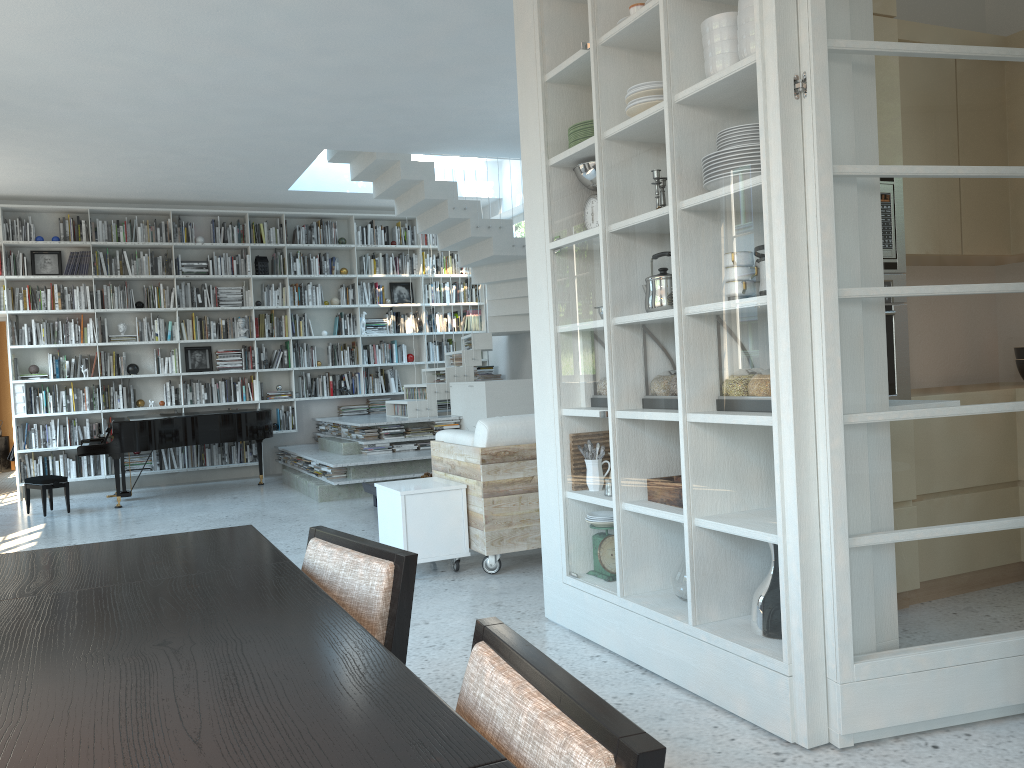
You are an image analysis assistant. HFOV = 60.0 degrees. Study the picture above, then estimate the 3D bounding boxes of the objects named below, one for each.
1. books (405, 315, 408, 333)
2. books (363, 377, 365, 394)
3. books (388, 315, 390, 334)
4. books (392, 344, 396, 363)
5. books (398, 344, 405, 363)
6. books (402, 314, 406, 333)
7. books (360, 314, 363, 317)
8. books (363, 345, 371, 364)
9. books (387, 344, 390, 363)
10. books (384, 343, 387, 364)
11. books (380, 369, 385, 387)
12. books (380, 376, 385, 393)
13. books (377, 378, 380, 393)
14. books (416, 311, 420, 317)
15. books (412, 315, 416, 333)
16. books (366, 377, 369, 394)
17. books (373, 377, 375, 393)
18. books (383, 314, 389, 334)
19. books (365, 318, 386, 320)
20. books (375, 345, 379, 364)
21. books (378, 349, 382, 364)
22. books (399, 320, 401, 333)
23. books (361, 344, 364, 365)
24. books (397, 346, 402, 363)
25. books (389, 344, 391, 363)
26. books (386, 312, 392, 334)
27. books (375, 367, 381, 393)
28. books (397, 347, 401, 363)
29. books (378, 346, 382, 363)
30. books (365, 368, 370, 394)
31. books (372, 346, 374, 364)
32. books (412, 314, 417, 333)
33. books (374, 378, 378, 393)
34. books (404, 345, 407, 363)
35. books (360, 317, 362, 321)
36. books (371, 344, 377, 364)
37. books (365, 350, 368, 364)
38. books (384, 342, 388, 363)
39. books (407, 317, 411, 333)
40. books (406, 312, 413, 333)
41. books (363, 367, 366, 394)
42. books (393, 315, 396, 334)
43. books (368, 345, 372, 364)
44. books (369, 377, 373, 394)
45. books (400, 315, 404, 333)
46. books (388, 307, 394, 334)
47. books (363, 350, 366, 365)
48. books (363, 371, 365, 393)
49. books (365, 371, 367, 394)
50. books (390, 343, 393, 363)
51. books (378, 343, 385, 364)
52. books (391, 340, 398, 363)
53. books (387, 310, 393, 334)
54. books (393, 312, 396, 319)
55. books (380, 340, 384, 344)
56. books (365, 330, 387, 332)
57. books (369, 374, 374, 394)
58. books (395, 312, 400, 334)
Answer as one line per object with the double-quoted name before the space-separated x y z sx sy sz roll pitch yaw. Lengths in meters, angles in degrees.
"books" -1.369 -0.756 11.361 0.028 0.235 0.129 -4 2 -25
"books" -1.885 0.023 11.095 0.027 0.208 0.164 -4 1 -25
"books" -1.589 -0.749 11.260 0.023 0.247 0.138 -4 2 -25
"books" -1.516 -0.383 11.258 0.023 0.244 0.189 -4 1 -25
"books" -1.407 -0.386 11.323 0.025 0.235 0.181 -4 1 -25
"books" -1.397 -0.762 11.349 0.031 0.250 0.133 -4 2 -25
"books" -1.894 -0.741 11.114 0.028 0.267 0.137 -4 2 -25
"books" -1.820 -0.365 11.128 0.047 0.244 0.177 -4 1 -25
"books" -1.594 -0.380 11.244 0.026 0.246 0.165 -4 2 -25
"books" -1.622 -0.386 11.205 0.012 0.262 0.186 -4 2 -25
"books" -1.639 -0.040 11.241 0.010 0.304 0.131 -4 2 -25
"books" -1.655 0.005 11.210 0.052 0.217 0.184 -4 1 -25
"books" -1.704 0.024 11.192 0.024 0.185 0.149 -4 1 -25
"books" -1.198 -0.791 11.440 0.029 0.284 0.138 -4 2 -25
"books" -1.283 -0.763 11.368 0.041 0.239 0.176 -4 1 -25
"books" -1.833 0.017 11.152 0.033 0.213 0.140 -4 2 -25
"books" -1.757 0.015 11.174 0.025 0.210 0.137 -4 2 -25
"books" -1.598 -0.752 11.236 0.012 0.254 0.161 -4 2 -25
"books" -1.743 -0.816 11.176 0.285 0.012 0.159 -3 1 -23
"books" -1.720 -0.369 11.183 0.026 0.239 0.177 -4 1 -25
"books" -1.689 -0.342 11.184 0.027 0.182 0.186 -4 1 -25
"books" -1.446 -0.773 11.330 0.010 0.278 0.129 -4 2 -25
"books" -1.888 -0.366 11.115 0.012 0.254 0.161 -4 2 -25
"books" -1.438 -0.375 11.319 0.037 0.219 0.139 -4 2 -25
"books" -1.567 -0.383 11.234 0.014 0.249 0.177 -4 2 -25
"books" -1.563 -0.769 11.263 0.012 0.285 0.159 -4 2 -25
"books" -1.689 -0.051 11.195 0.014 0.333 0.168 -4 2 -25
"books" -1.461 -0.365 11.291 0.030 0.201 0.189 -4 1 -25
"books" -1.676 -0.366 11.200 0.012 0.229 0.179 -4 1 -25
"books" -1.815 -0.041 11.159 0.013 0.327 0.130 -4 2 -25
"books" -1.771 -0.357 11.149 0.011 0.223 0.163 -4 1 -25
"books" -1.260 -0.772 11.394 0.024 0.255 0.145 -4 2 -25
"books" -1.731 0.024 11.187 0.030 0.188 0.140 -4 1 -25
"books" -1.384 -0.381 11.335 0.027 0.223 0.170 -4 1 -25
"books" -1.905 -0.717 11.076 0.027 0.221 0.184 -4 1 -25
"books" -1.746 -0.370 11.154 0.045 0.246 0.185 -4 1 -25
"books" -1.844 -0.334 11.120 0.022 0.184 0.162 -4 1 -25
"books" -1.610 -0.392 11.233 0.011 0.272 0.152 -4 2 -25
"books" -1.341 -0.747 11.366 0.025 0.213 0.155 -4 1 -25
"books" -1.311 -0.777 11.352 0.021 0.271 0.191 -4 2 -25
"books" -1.865 -0.043 11.121 0.014 0.337 0.132 -4 2 -25
"books" -1.516 -0.748 11.264 0.030 0.236 0.179 -4 1 -25
"books" -1.793 -0.368 11.153 0.024 0.247 0.143 -4 2 -25
"books" -1.791 0.015 11.158 0.023 0.214 0.163 -4 1 -25
"books" -1.417 -0.756 11.320 0.031 0.242 0.147 -4 2 -25
"books" -1.533 -0.798 11.247 0.010 0.339 0.180 -4 2 -25
"books" -1.865 -0.334 11.113 0.023 0.186 0.159 -4 1 -25
"books" -1.878 -0.016 11.121 0.012 0.286 0.158 -4 2 -25
"books" -1.852 -0.018 11.130 0.015 0.287 0.138 -4 2 -25
"books" -1.543 -0.387 11.273 0.012 0.254 0.161 -4 2 -25
"books" -1.649 -0.380 11.188 0.028 0.255 0.191 -4 1 -25
"books" -1.497 -0.407 11.271 0.026 0.290 0.181 -4 2 -25
"books" -1.543 -0.778 11.244 0.011 0.300 0.184 -4 2 -25
"books" -1.505 -0.770 11.288 0.013 0.280 0.131 -4 2 -25
"books" -1.641 -0.403 11.215 0.013 0.299 0.147 -4 2 -25
"books" -1.734 -0.659 11.172 0.285 0.012 0.159 -3 1 -20
"books" -1.771 -0.001 11.155 0.015 0.243 0.156 -4 2 -25
"books" -1.466 -0.773 11.291 0.059 0.282 0.167 -4 2 -25
